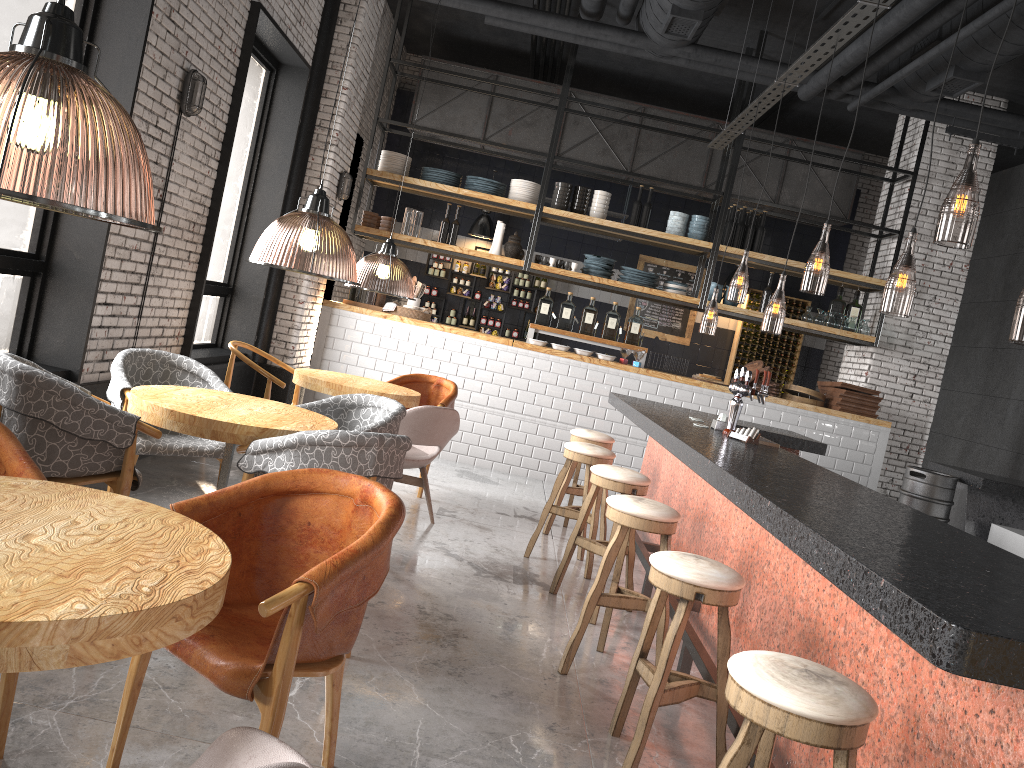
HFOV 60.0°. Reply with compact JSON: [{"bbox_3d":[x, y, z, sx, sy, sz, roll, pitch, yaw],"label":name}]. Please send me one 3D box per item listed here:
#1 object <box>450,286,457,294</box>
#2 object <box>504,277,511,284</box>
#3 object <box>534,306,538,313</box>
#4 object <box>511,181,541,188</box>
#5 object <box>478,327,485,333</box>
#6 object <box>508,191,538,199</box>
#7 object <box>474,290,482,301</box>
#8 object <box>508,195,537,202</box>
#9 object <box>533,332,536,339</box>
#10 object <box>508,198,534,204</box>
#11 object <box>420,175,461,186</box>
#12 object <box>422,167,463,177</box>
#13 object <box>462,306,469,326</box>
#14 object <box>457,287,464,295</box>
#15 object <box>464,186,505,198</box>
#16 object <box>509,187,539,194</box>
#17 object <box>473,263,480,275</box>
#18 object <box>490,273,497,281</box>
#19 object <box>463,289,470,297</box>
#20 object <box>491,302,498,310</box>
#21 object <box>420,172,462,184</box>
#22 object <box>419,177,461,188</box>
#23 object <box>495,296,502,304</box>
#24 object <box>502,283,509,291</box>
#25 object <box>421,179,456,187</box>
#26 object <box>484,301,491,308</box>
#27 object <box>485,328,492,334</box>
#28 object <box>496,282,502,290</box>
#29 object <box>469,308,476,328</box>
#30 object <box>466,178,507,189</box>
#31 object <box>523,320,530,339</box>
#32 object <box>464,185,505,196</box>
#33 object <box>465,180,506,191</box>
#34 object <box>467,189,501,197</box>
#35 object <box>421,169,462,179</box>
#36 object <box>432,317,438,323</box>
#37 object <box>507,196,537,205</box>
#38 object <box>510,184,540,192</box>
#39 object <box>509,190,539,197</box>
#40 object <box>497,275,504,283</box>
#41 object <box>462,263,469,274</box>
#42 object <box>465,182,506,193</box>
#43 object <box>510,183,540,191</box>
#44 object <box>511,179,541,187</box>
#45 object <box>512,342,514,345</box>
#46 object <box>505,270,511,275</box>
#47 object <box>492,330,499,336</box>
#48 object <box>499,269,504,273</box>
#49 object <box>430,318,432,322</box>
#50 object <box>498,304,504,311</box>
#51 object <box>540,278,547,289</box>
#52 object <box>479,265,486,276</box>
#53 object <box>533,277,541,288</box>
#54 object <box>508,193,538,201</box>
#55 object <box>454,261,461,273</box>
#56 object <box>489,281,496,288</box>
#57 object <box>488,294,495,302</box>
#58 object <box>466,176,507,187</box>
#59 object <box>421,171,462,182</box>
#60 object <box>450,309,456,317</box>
[{"bbox_3d":[-0.830,-1.344,12.601,0.092,0.112,0.100,11,3,-14],"label":"object"},{"bbox_3d":[-0.068,-1.475,12.594,0.092,0.108,0.105,13,3,11],"label":"object"},{"bbox_3d":[0.373,-1.059,12.609,0.088,0.108,0.107,10,4,-40],"label":"object"},{"bbox_3d":[0.146,-2.134,9.578,0.334,0.039,0.335,11,4,-25],"label":"object"},{"bbox_3d":[-0.427,-0.765,12.624,0.092,0.112,0.100,11,3,-14],"label":"object"},{"bbox_3d":[0.122,-2.024,9.583,0.334,0.039,0.335,10,4,-34],"label":"object"},{"bbox_3d":[-0.485,-1.261,12.613,0.100,0.139,0.088,12,3,0],"label":"object"},{"bbox_3d":[0.115,-1.986,9.584,0.334,0.037,0.335,10,4,-34],"label":"object"},{"bbox_3d":[0.308,-0.761,12.627,0.079,0.280,0.079,12,3,3],"label":"object"},{"bbox_3d":[0.106,-1.948,9.586,0.335,0.033,0.334,15,5,38],"label":"object"},{"bbox_3d":[-0.774,-2.184,9.580,0.454,0.044,0.455,12,4,-5],"label":"object"},{"bbox_3d":[-0.754,-2.276,9.575,0.454,0.050,0.453,13,4,13],"label":"object"},{"bbox_3d":[-0.647,-0.967,12.620,0.079,0.280,0.079,13,3,8],"label":"object"},{"bbox_3d":[-0.728,-1.320,12.603,0.088,0.108,0.107,10,4,-40],"label":"object"},{"bbox_3d":[-0.300,-2.058,9.584,0.453,0.045,0.455,10,4,-26],"label":"object"},{"bbox_3d":[0.133,-2.078,9.580,0.334,0.042,0.335,11,4,-17],"label":"object"},{"bbox_3d":[-0.493,-1.691,12.591,0.079,0.280,0.079,12,3,3],"label":"object"},{"bbox_3d":[-0.260,-1.519,12.591,0.092,0.112,0.100,11,3,-14],"label":"object"},{"bbox_3d":[-0.638,-1.301,12.604,0.092,0.108,0.105,13,3,11],"label":"object"},{"bbox_3d":[-0.254,-1.110,12.623,0.089,0.101,0.111,10,4,-34],"label":"object"},{"bbox_3d":[-0.769,-2.207,9.579,0.453,0.038,0.455,11,4,-23],"label":"object"},{"bbox_3d":[-0.779,-2.161,9.581,0.454,0.043,0.454,12,4,2],"label":"object"},{"bbox_3d":[-0.191,-1.199,12.619,0.089,0.101,0.111,10,4,-34],"label":"object"},{"bbox_3d":[-0.089,-1.377,12.598,0.092,0.108,0.105,13,3,11],"label":"object"},{"bbox_3d":[-0.784,-2.137,9.582,0.454,0.033,0.454,13,4,8],"label":"object"},{"bbox_3d":[-0.364,-1.137,12.612,0.118,0.111,0.086,10,3,-32],"label":"object"},{"bbox_3d":[-0.335,-0.743,12.626,0.092,0.108,0.105,13,3,11],"label":"object"},{"bbox_3d":[-0.182,-1.399,12.596,0.092,0.112,0.100,11,3,-14],"label":"object"},{"bbox_3d":[-0.554,-0.947,12.621,0.079,0.280,0.079,11,3,-32],"label":"object"},{"bbox_3d":[-0.281,-2.150,9.578,0.453,0.050,0.455,11,4,-25],"label":"object"},{"bbox_3d":[0.220,-0.780,12.624,0.079,0.280,0.079,13,3,18],"label":"object"},{"bbox_3d":[-0.297,-2.081,9.582,0.453,0.042,0.455,9,5,-40],"label":"object"},{"bbox_3d":[-0.286,-2.126,9.581,0.455,0.037,0.453,16,5,44],"label":"object"},{"bbox_3d":[-0.306,-2.034,9.584,0.454,0.033,0.454,13,4,8],"label":"object"},{"bbox_3d":[-0.760,-2.254,9.577,0.453,0.047,0.454,12,4,-3],"label":"object"},{"bbox_3d":[-1.096,-0.904,12.636,0.089,0.101,0.111,10,4,-34],"label":"object"},{"bbox_3d":[0.110,-1.968,9.586,0.334,0.045,0.335,11,4,-20],"label":"object"},{"bbox_3d":[0.138,-2.097,9.580,0.334,0.041,0.335,10,4,-31],"label":"object"},{"bbox_3d":[0.126,-2.043,9.581,0.334,0.040,0.335,9,5,-46],"label":"object"},{"bbox_3d":[-0.158,-1.495,12.593,0.088,0.108,0.107,10,4,-40],"label":"object"},{"bbox_3d":[-0.660,-1.639,12.574,0.079,0.156,0.079,11,3,-15],"label":"object"},{"bbox_3d":[-0.291,-2.103,9.581,0.454,0.038,0.454,12,4,1],"label":"object"},{"bbox_3d":[0.142,-2.116,9.580,0.334,0.044,0.335,10,4,-30],"label":"object"},{"bbox_3d":[0.151,-2.153,9.578,0.334,0.039,0.335,10,4,-27],"label":"object"},{"bbox_3d":[0.012,-0.553,12.632,0.088,0.108,0.107,10,4,-40],"label":"object"},{"bbox_3d":[-0.046,-1.630,12.572,0.079,0.156,0.079,11,3,-15],"label":"object"},{"bbox_3d":[-0.230,-0.720,12.626,0.088,0.108,0.107,10,4,-40],"label":"object"},{"bbox_3d":[-0.139,-1.650,12.571,0.079,0.156,0.079,14,3,35],"label":"object"},{"bbox_3d":[-1.194,-0.926,12.635,0.089,0.101,0.111,10,4,-39],"label":"object"},{"bbox_3d":[-0.154,-1.093,12.613,0.092,0.112,0.100,11,3,-14],"label":"object"},{"bbox_3d":[0.464,-1.484,12.595,0.079,0.280,0.079,12,3,-7],"label":"object"},{"bbox_3d":[-0.402,-1.671,12.591,0.079,0.280,0.079,11,3,-22],"label":"object"},{"bbox_3d":[0.371,-1.504,12.595,0.079,0.280,0.079,11,3,-27],"label":"object"},{"bbox_3d":[0.118,-2.005,9.583,0.334,0.040,0.335,10,4,-36],"label":"object"},{"bbox_3d":[-0.766,-1.662,12.574,0.079,0.156,0.079,14,3,30],"label":"object"},{"bbox_3d":[-0.279,-1.417,12.597,0.088,0.108,0.107,10,4,-40],"label":"object"},{"bbox_3d":[-0.288,-1.220,12.618,0.089,0.101,0.111,10,4,-34],"label":"object"},{"bbox_3d":[-0.276,-2.172,9.578,0.454,0.039,0.454,13,4,19],"label":"object"},{"bbox_3d":[-0.764,-2.230,9.577,0.454,0.043,0.454,13,4,5],"label":"object"},{"bbox_3d":[-0.840,-1.012,12.606,0.076,0.111,0.076,12,3,-5],"label":"object"}]
